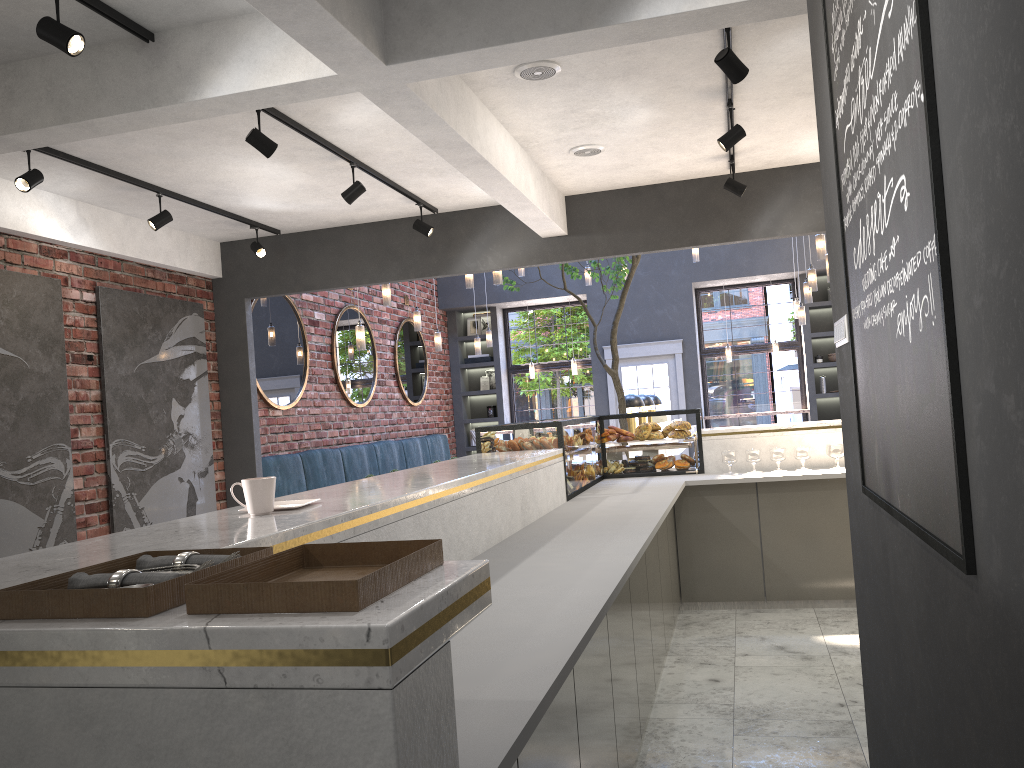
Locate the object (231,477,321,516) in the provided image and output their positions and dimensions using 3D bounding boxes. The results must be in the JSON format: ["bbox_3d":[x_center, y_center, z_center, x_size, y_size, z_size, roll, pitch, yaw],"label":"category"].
[{"bbox_3d":[-0.657,0.300,2.447,0.176,0.097,0.301,-4,-2,6],"label":"object"}]

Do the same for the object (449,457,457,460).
[{"bbox_3d":[-0.666,0.921,10.280,0.118,0.165,0.122,-4,-2,-8],"label":"object"}]

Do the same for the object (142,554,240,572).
[{"bbox_3d":[-0.502,0.274,1.344,0.192,0.024,0.025,-5,-2,14],"label":"object"}]

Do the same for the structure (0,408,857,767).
[{"bbox_3d":[1.108,0.757,3.634,3.206,1.300,5.806,-5,-2,14],"label":"structure"}]

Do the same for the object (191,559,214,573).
[{"bbox_3d":[-0.519,0.269,1.279,0.192,0.024,0.025,-5,-2,14],"label":"object"}]

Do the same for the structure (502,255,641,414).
[{"bbox_3d":[1.057,-1.423,8.652,2.806,5.987,3.746,-3,-2,-32],"label":"structure"}]

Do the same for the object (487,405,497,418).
[{"bbox_3d":[-0.310,0.426,13.669,0.152,0.181,0.152,-3,-2,-38],"label":"object"}]

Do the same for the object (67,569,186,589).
[{"bbox_3d":[-0.538,0.279,1.240,0.175,0.039,0.056,-5,-2,14],"label":"object"}]

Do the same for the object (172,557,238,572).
[{"bbox_3d":[-0.501,0.278,1.344,0.192,0.024,0.025,-5,-2,14],"label":"object"}]

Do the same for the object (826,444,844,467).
[{"bbox_3d":[2.127,0.471,5.835,0.114,0.147,0.114,-5,-2,19],"label":"object"}]

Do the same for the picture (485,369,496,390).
[{"bbox_3d":[-0.297,-0.064,13.887,0.247,0.326,0.044,-5,-1,15],"label":"picture"}]

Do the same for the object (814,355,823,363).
[{"bbox_3d":[4.326,-0.349,12.495,0.116,0.119,0.117,-4,-2,-9],"label":"object"}]

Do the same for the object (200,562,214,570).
[{"bbox_3d":[-0.518,0.273,1.279,0.192,0.024,0.025,-5,-2,14],"label":"object"}]

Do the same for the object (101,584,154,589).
[{"bbox_3d":[-0.555,0.273,1.167,0.197,0.015,0.043,-5,-2,18],"label":"object"}]

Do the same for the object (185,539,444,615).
[{"bbox_3d":[-0.252,0.258,1.210,0.231,0.038,0.307,-5,-2,14],"label":"object"}]

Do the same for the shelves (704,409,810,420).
[{"bbox_3d":[2.070,0.552,13.082,4.404,0.043,0.384,-5,-2,14],"label":"shelves"}]

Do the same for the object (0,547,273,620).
[{"bbox_3d":[-0.521,0.280,1.267,0.231,0.038,0.307,-5,-2,14],"label":"object"}]

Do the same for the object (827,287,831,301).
[{"bbox_3d":[4.556,-1.267,12.478,0.214,0.215,0.213,-5,-2,24],"label":"object"}]

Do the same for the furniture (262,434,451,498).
[{"bbox_3d":[1.199,1.017,9.543,6.022,1.151,5.341,-5,-2,14],"label":"furniture"}]

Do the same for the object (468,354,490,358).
[{"bbox_3d":[-0.506,-0.426,13.743,0.327,0.039,0.227,-4,-2,4],"label":"object"}]

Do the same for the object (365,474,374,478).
[{"bbox_3d":[-1.267,0.890,7.953,0.118,0.165,0.122,-4,-2,-8],"label":"object"}]

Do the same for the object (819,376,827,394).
[{"bbox_3d":[4.363,0.011,12.436,0.098,0.248,0.098,-3,-2,-36],"label":"object"}]

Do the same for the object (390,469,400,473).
[{"bbox_3d":[-1.121,0.897,8.516,0.118,0.165,0.122,-4,-2,-8],"label":"object"}]

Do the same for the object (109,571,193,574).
[{"bbox_3d":[-0.510,0.280,1.314,0.211,0.004,0.022,-5,-2,14],"label":"object"}]

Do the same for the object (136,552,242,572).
[{"bbox_3d":[-0.502,0.281,1.380,0.175,0.039,0.056,-5,-2,14],"label":"object"}]

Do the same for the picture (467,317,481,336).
[{"bbox_3d":[-0.595,-0.893,13.922,0.230,0.313,0.061,-5,-1,14],"label":"picture"}]

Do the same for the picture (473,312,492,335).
[{"bbox_3d":[-0.428,-0.931,13.915,0.361,0.369,0.055,-5,-1,14],"label":"picture"}]

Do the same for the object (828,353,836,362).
[{"bbox_3d":[4.598,-0.373,12.449,0.305,0.123,0.304,-5,-2,35],"label":"object"}]

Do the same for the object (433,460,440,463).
[{"bbox_3d":[-0.812,0.913,9.717,0.118,0.165,0.122,-4,-2,-8],"label":"object"}]

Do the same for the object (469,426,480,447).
[{"bbox_3d":[-0.506,0.798,13.733,0.250,0.323,0.241,-5,-2,14],"label":"object"}]

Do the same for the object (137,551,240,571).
[{"bbox_3d":[-0.502,0.270,1.344,0.192,0.024,0.025,-5,-2,14],"label":"object"}]

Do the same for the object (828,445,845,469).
[{"bbox_3d":[2.094,0.469,5.708,0.114,0.147,0.114,-5,-2,19],"label":"object"}]

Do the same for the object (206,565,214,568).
[{"bbox_3d":[-0.518,0.277,1.279,0.192,0.024,0.025,-5,-2,14],"label":"object"}]

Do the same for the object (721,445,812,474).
[{"bbox_3d":[1.691,0.505,5.910,0.575,0.147,0.256,-5,-2,14],"label":"object"}]

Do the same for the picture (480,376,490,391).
[{"bbox_3d":[-0.424,-0.005,13.893,0.161,0.227,0.049,-5,-1,15],"label":"picture"}]

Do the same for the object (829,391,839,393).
[{"bbox_3d":[4.496,0.110,12.374,0.130,0.026,0.130,-4,-2,-2],"label":"object"}]

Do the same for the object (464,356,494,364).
[{"bbox_3d":[-0.500,-0.365,13.729,0.412,0.084,0.286,-5,-2,14],"label":"object"}]
